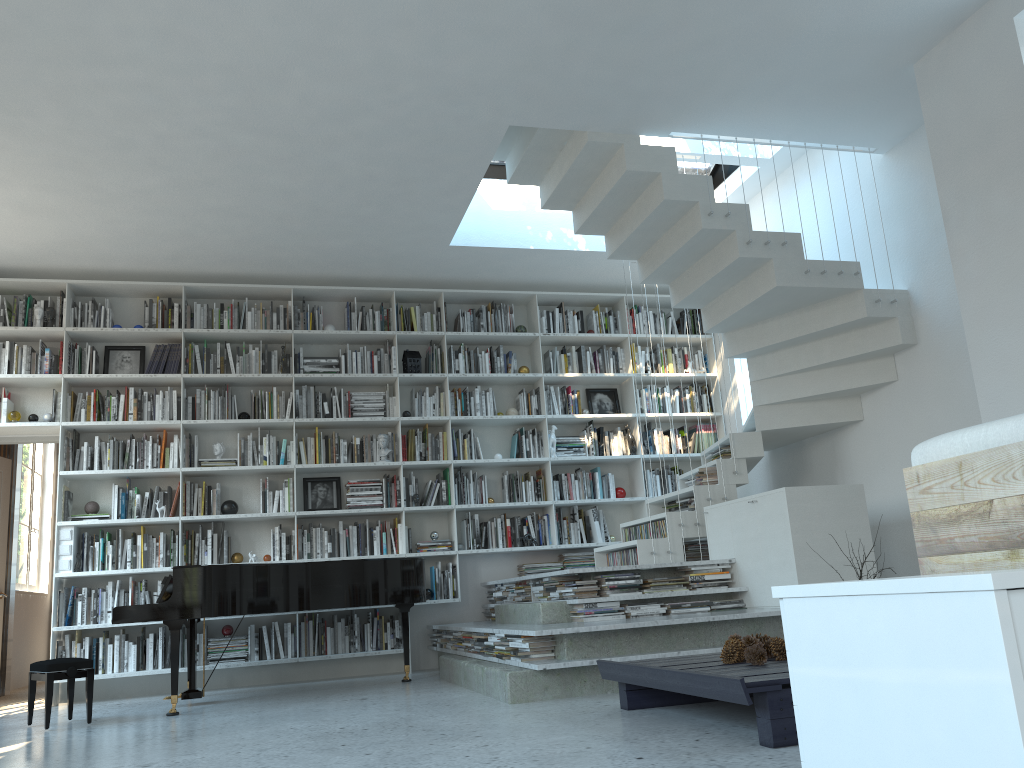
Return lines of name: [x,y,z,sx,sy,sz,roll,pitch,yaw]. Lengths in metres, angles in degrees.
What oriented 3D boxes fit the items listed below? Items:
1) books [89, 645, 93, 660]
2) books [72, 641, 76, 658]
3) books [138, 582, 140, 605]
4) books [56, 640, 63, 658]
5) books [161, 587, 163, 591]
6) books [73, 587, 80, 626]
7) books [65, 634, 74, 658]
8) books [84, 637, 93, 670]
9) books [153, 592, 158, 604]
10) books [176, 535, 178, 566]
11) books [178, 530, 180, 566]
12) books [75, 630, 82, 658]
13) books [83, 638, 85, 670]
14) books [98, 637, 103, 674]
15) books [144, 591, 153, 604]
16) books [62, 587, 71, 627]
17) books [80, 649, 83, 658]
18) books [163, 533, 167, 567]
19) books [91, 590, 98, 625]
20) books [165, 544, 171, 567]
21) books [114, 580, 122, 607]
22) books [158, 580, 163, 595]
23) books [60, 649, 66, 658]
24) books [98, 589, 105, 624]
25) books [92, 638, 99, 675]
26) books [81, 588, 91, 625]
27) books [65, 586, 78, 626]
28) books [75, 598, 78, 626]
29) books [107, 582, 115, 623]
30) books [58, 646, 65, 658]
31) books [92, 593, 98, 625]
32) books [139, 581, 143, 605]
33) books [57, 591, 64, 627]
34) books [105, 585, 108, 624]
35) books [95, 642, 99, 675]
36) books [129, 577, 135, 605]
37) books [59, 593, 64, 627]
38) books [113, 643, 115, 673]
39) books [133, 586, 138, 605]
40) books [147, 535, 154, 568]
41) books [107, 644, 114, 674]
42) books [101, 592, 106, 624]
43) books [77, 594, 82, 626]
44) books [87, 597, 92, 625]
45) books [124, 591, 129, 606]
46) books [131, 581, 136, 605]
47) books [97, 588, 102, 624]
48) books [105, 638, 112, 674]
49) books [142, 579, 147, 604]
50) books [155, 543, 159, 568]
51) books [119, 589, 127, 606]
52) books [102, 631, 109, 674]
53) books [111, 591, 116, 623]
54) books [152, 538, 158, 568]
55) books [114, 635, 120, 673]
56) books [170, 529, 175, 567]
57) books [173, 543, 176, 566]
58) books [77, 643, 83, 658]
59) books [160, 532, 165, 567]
books: [-3.048,2.003,6.441,0.022,0.205,0.159,0,-14,-16]
books: [-3.158,1.983,6.413,0.024,0.246,0.143,0,-14,-16]
books: [-2.778,1.626,6.620,0.013,0.283,0.139,0,-14,-16]
books: [-3.263,1.981,6.389,0.012,0.253,0.161,0,-14,-16]
books: [-2.614,1.639,6.629,0.011,0.239,0.175,0,-14,-16]
books: [-3.189,1.632,6.496,0.010,0.273,0.150,0,-14,-16]
books: [-3.191,1.959,6.403,0.044,0.293,0.181,0,-14,-16]
books: [-3.067,1.970,6.427,0.023,0.265,0.177,0,-14,-16]
books: [-2.665,1.666,6.645,0.030,0.202,0.142,0,-14,-16]
books: [-2.544,1.279,6.749,0.010,0.239,0.175,0,-14,-16]
books: [-2.535,1.265,6.778,0.024,0.279,0.136,0,-14,-16]
books: [-3.143,1.948,6.424,0.011,0.318,0.158,0,-14,-16]
books: [-3.083,1.971,6.416,0.013,0.261,0.174,0,-14,-16]
books: [-2.984,1.978,6.464,0.027,0.256,0.160,0,-14,-16]
books: [-2.703,1.655,6.618,0.059,0.215,0.178,0,-14,-16]
books: [-3.242,1.623,6.453,0.011,0.276,0.189,0,-14,-16]
books: [-3.102,2.012,6.420,0.022,0.185,0.145,0,-14,-16]
books: [-2.634,1.273,6.739,0.013,0.259,0.143,0,-14,-16]
books: [-3.078,1.646,6.535,0.022,0.247,0.134,0,-14,-16]
books: [-2.606,1.311,6.737,0.041,0.181,0.142,0,-14,-16]
books: [-2.918,1.609,6.558,0.039,0.306,0.172,0,-14,-16]
books: [-2.639,1.623,6.654,0.025,0.287,0.131,0,-14,-16]
books: [-3.212,2.005,6.369,0.029,0.190,0.177,0,-14,-16]
books: [-3.014,1.635,6.517,0.010,0.252,0.178,0,-14,-16]
books: [-3.029,1.981,6.456,0.022,0.251,0.140,0,-14,-16]
books: [-3.121,1.631,6.499,0.029,0.265,0.172,0,-14,-16]
books: [-3.214,1.622,6.470,0.052,0.283,0.172,0,-14,-16]
books: [-3.170,1.669,6.493,0.024,0.197,0.148,0,-14,-16]
books: [-2.966,1.618,6.562,0.027,0.299,0.142,0,-14,-16]
books: [-3.244,2.000,6.390,0.023,0.215,0.159,0,-14,-16]
books: [-3.045,1.650,6.507,0.028,0.222,0.189,0,-14,-16]
books: [-2.758,1.620,6.614,0.022,0.290,0.138,0,-14,-16]
books: [-3.287,1.642,6.468,0.012,0.253,0.161,0,-14,-16]
books: [-2.986,1.632,6.560,0.013,0.273,0.146,0,-14,-16]
books: [-3.004,1.994,6.449,0.022,0.220,0.163,0,-14,-16]
books: [-2.824,1.599,6.583,0.014,0.324,0.171,0,-14,-16]
books: [-3.264,1.646,6.458,0.029,0.238,0.154,0,-14,-16]
books: [-2.902,2.002,6.493,0.014,0.210,0.146,0,-14,-16]
books: [-2.796,1.640,6.609,0.029,0.254,0.153,0,-14,-16]
books: [-2.727,1.275,6.697,0.028,0.248,0.159,0,-14,-16]
books: [-2.915,1.999,6.458,0.030,0.201,0.168,0,-14,-16]
books: [-2.999,1.649,6.532,0.028,0.228,0.158,0,-14,-16]
books: [-3.142,1.652,6.482,0.022,0.220,0.188,0,-14,-16]
books: [-3.098,1.669,6.519,0.025,0.199,0.137,0,-14,-16]
books: [-2.858,1.653,6.582,0.028,0.224,0.134,0,-14,-16]
books: [-2.812,1.616,6.591,0.012,0.294,0.177,0,-14,-16]
books: [-3.027,1.634,6.519,0.013,0.256,0.190,0,-14,-16]
books: [-2.948,1.984,6.479,0.022,0.246,0.135,0,-14,-16]
books: [-2.740,1.614,6.615,0.013,0.300,0.173,0,-14,-16]
books: [-2.681,1.306,6.721,0.023,0.193,0.140,0,-14,-16]
books: [-2.888,1.648,6.580,0.031,0.238,0.132,0,-14,-16]
books: [-2.962,1.953,6.461,0.013,0.299,0.184,0,-14,-16]
books: [-2.945,1.651,6.562,0.012,0.232,0.149,0,-14,-16]
books: [-2.704,1.288,6.715,0.025,0.228,0.153,0,-14,-16]
books: [-2.876,1.969,6.481,0.031,0.265,0.187,0,-14,-16]
books: [-2.578,1.255,6.738,0.014,0.285,0.180,0,-14,-16]
books: [-2.565,1.312,6.762,0.023,0.186,0.130,0,-14,-16]
books: [-3.122,1.991,6.413,0.022,0.225,0.155,0,-14,-16]
books: [-2.646,1.266,6.717,0.021,0.265,0.186,0,-14,-16]
